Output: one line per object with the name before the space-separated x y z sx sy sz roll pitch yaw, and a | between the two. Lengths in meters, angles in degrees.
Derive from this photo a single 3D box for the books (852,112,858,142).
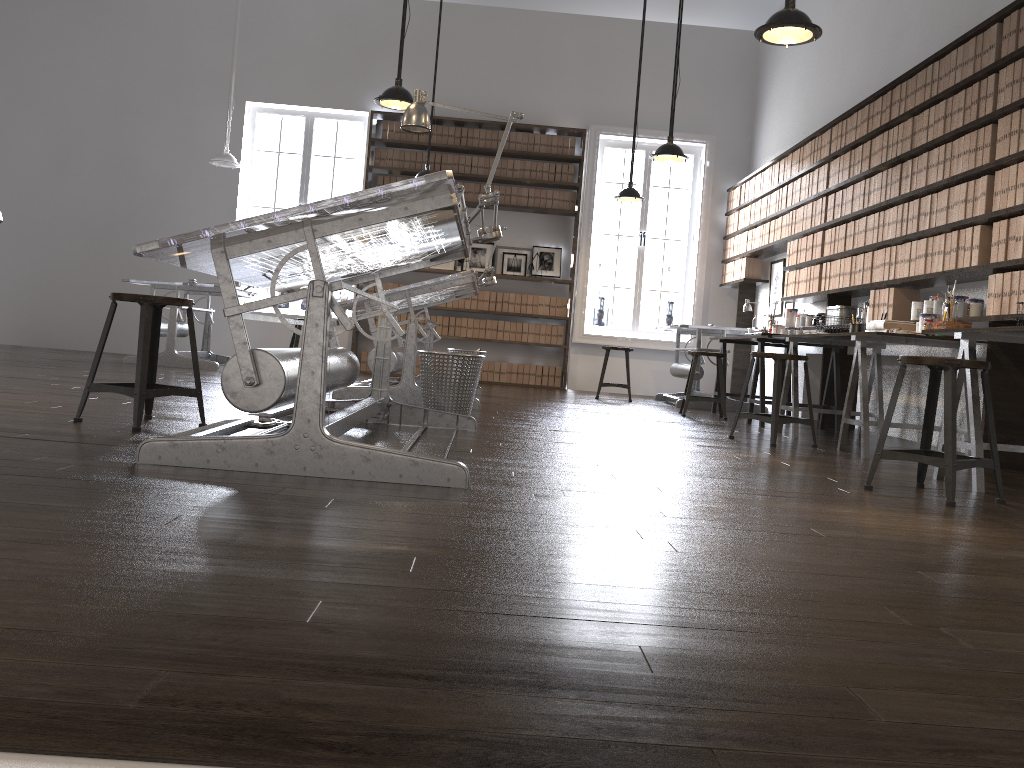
books | 2.646 -1.910 6.622 0.174 0.226 0.067 5 0 -2

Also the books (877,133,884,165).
books | 2.635 -1.612 6.134 0.174 0.226 0.067 5 0 -1

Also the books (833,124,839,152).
books | 2.635 -1.925 6.976 0.174 0.226 0.067 5 0 -1

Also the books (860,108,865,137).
books | 2.653 -1.904 6.487 0.174 0.225 0.066 5 0 -1

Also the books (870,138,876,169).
books | 2.638 -1.617 6.262 0.174 0.225 0.066 5 0 -1

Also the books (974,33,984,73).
books | 2.694 -1.837 4.951 0.174 0.226 0.066 5 0 -2

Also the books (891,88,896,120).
books | 2.668 -1.882 5.991 0.174 0.225 0.066 5 0 -2

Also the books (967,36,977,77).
books | 2.687 -1.841 5.019 0.174 0.226 0.067 5 0 -1

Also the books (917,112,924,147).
books | 2.655 -1.588 5.573 0.174 0.226 0.066 5 0 -1

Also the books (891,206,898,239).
books | 2.598 -1.049 5.822 0.174 0.226 0.066 5 0 -1

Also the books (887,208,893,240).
books | 2.600 -1.052 5.894 0.174 0.226 0.066 5 0 -1

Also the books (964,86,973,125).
books | 2.671 -1.564 5.020 0.174 0.226 0.066 5 0 -2

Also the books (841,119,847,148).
books | 2.643 -1.919 6.832 0.174 0.226 0.066 5 0 -2

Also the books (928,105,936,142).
books | 2.656 -1.582 5.430 0.174 0.225 0.066 5 0 -1

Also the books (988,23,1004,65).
books | 2.694 -1.832 4.809 0.174 0.226 0.066 5 0 -1

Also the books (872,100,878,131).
books | 2.660 -1.895 6.282 0.174 0.226 0.066 5 0 -1

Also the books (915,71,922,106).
books | 2.675 -1.867 5.638 0.174 0.225 0.066 5 0 -1

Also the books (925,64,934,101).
books | 2.674 -1.862 5.503 0.174 0.226 0.066 5 0 -1

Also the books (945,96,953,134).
books | 2.664 -1.573 5.233 0.174 0.226 0.066 5 0 -1

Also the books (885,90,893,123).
books | 2.660 -1.886 6.065 0.174 0.226 0.067 5 0 -1

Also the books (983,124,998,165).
books | 2.653 -1.280 4.786 0.174 0.226 0.066 5 0 -1

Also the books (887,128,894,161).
books | 2.642 -1.606 5.989 0.174 0.226 0.066 5 0 -2

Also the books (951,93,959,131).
books | 2.666 -1.570 5.162 0.174 0.226 0.066 5 0 -1

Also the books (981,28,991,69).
books | 2.696 -1.834 4.880 0.174 0.226 0.066 5 0 -2

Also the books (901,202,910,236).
books | 2.606 -1.043 5.687 0.174 0.225 0.066 5 0 -1

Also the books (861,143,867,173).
books | 2.634 -1.624 6.411 0.174 0.226 0.066 5 0 -1

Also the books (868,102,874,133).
books | 2.658 -1.898 6.353 0.174 0.226 0.066 5 0 -1

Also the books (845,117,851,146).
books | 2.648 -1.915 6.762 0.174 0.226 0.066 5 0 -1

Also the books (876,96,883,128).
books | 2.657 -1.892 6.211 0.174 0.226 0.066 5 0 -2

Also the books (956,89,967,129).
books | 2.664 -1.568 5.091 0.174 0.226 0.066 5 0 -2

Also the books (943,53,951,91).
books | 2.685 -1.852 5.291 0.174 0.226 0.066 5 0 -2

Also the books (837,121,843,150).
books | 2.637 -1.922 6.904 0.174 0.226 0.066 5 0 -2

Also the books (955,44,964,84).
books | 2.686 -1.846 5.148 0.174 0.225 0.066 5 0 -2

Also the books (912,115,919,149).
books | 2.655 -1.591 5.643 0.174 0.226 0.066 5 0 -1

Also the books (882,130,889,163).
books | 2.637 -1.609 6.061 0.174 0.226 0.066 5 0 -2

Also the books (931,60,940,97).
books | 2.679 -1.858 5.430 0.174 0.226 0.066 5 0 -1

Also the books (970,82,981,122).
books | 2.667 -1.561 4.945 0.174 0.226 0.067 5 0 -1

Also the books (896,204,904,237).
books | 2.600 -1.046 5.750 0.174 0.226 0.067 5 0 -2

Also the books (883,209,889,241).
books | 2.602 -1.054 5.964 0.174 0.226 0.066 5 0 -2

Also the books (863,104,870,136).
books | 2.650 -1.901 6.420 0.174 0.226 0.067 5 0 -2

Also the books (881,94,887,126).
books | 2.664 -1.889 6.140 0.174 0.226 0.066 5 0 -2

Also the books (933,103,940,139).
books | 2.660 -1.579 5.367 0.174 0.225 0.066 5 0 -1

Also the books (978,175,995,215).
books | 2.626 -1.004 4.780 0.174 0.226 0.067 5 0 -1

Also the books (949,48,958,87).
books | 2.682 -1.850 5.221 0.174 0.226 0.067 5 0 -1

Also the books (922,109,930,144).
books | 2.653 -1.585 5.503 0.174 0.226 0.067 5 0 -2

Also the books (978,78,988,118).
books | 2.674 -1.558 4.871 0.174 0.225 0.066 5 0 -2

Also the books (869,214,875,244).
books | 2.592 -1.064 6.177 0.174 0.225 0.066 5 0 -2

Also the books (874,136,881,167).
books | 2.638 -1.615 6.197 0.174 0.225 0.066 5 0 -2

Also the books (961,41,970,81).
books | 2.690 -1.843 5.085 0.174 0.225 0.066 5 0 -2

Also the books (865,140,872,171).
books | 2.631 -1.621 6.336 0.174 0.226 0.067 5 0 -2

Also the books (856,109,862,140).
books | 2.650 -1.906 6.549 0.174 0.225 0.066 5 0 -1

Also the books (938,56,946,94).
books | 2.685 -1.855 5.361 0.174 0.226 0.066 5 0 -2

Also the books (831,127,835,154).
books | 2.638 -1.928 7.040 0.174 0.225 0.066 5 0 -2

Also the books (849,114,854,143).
books | 2.648 -1.912 6.692 0.174 0.226 0.066 5 0 -1

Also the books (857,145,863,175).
books | 2.628 -1.627 6.482 0.174 0.226 0.066 5 0 -1

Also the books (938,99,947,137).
books | 2.657 -1.577 5.300 0.174 0.226 0.067 5 0 -2

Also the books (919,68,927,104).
books | 2.672 -1.865 5.575 0.174 0.226 0.067 5 0 -2
